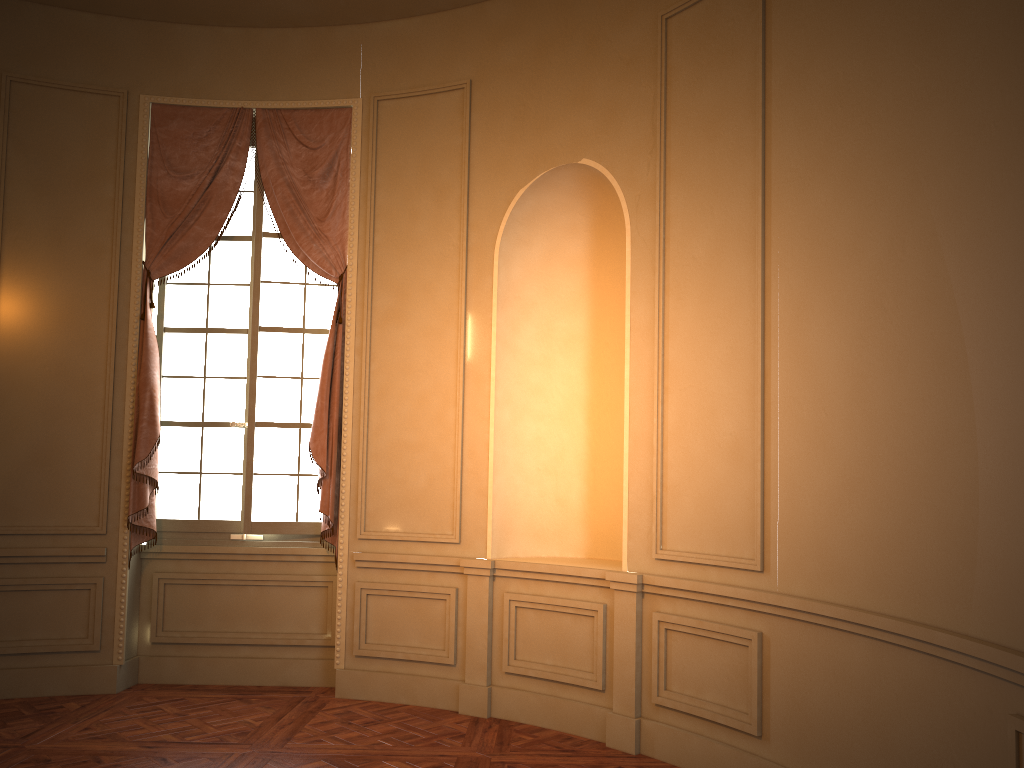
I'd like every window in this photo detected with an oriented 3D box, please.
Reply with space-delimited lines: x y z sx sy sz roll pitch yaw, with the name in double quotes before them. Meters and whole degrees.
"window" -1.693 -0.361 5.809 1.308 2.831 0.153 1 -4 0

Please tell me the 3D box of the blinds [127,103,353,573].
"blinds" -1.696 -0.319 5.577 1.332 2.971 0.286 1 -4 0
